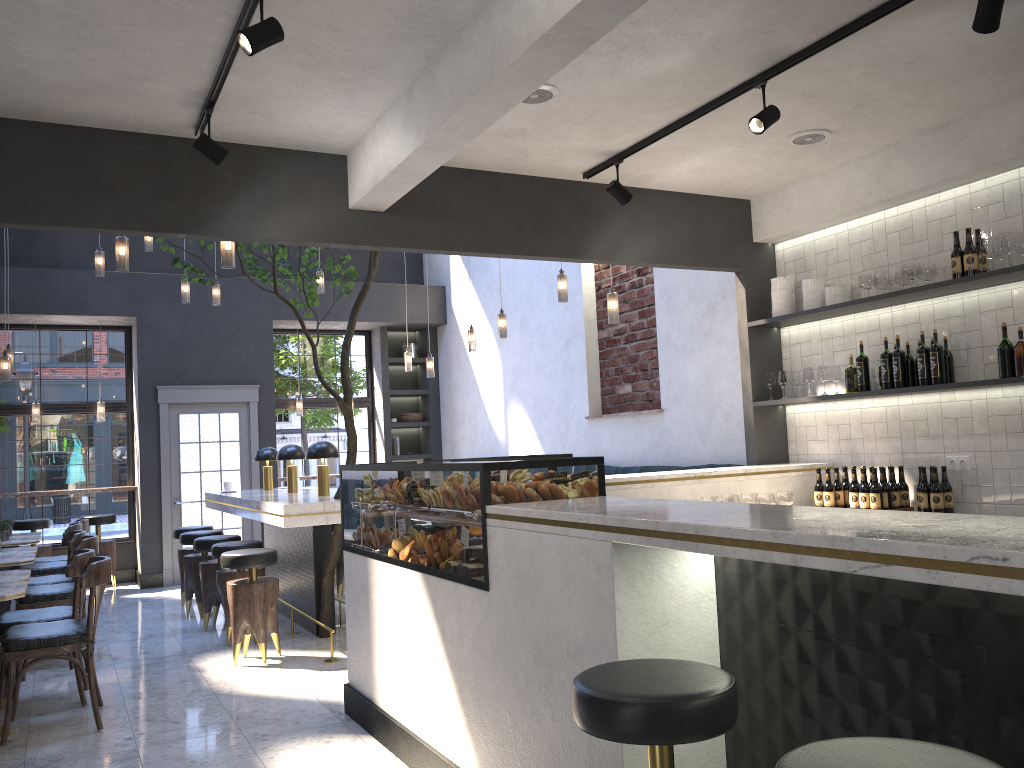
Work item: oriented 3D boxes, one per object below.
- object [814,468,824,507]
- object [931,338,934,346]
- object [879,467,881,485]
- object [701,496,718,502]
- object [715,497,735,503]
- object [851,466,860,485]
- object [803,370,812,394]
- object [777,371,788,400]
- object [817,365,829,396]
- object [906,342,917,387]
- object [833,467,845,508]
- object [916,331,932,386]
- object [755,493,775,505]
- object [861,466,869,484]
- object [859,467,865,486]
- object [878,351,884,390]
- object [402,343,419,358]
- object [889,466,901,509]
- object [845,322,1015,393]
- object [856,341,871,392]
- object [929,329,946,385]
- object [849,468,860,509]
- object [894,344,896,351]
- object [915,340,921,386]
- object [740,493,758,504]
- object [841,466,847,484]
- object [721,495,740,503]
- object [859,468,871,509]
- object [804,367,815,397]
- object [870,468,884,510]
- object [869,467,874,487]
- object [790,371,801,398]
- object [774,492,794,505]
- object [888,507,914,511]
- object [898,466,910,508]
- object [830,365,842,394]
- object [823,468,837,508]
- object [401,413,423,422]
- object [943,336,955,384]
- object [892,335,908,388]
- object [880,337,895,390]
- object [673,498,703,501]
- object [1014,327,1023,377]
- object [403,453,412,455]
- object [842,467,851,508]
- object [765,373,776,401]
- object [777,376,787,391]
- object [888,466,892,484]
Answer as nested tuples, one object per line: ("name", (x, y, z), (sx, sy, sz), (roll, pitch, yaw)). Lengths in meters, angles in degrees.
("object", (1.921, 0.664, 5.530), (0.069, 0.279, 0.070), (-4, -4, 25))
("object", (2.422, -0.124, 5.089), (0.065, 0.280, 0.065), (-4, -4, 16))
("object", (2.213, 0.632, 5.287), (0.070, 0.279, 0.069), (-1, -4, -20))
("object", (1.164, 0.736, 5.201), (0.114, 0.147, 0.114), (-1, -4, -22))
("object", (1.223, 0.725, 5.085), (0.114, 0.147, 0.114), (-1, -4, -22))
("object", (2.155, 0.655, 5.566), (0.069, 0.279, 0.070), (-6, -5, 40))
("object", (1.968, -0.003, 5.883), (0.070, 0.188, 0.070), (0, -4, -36))
("object", (1.816, 0.008, 5.938), (0.070, 0.188, 0.070), (0, -4, -36))
("object", (1.977, -0.022, 5.624), (0.070, 0.188, 0.070), (-2, -4, -13))
("object", (2.346, -0.109, 5.238), (0.065, 0.280, 0.065), (-4, -4, 16))
("object", (2.021, 0.657, 5.499), (0.069, 0.279, 0.070), (-4, -4, 25))
("object", (2.344, -0.142, 5.044), (0.072, 0.319, 0.072), (1, -5, -43))
("object", (1.492, 0.721, 5.222), (0.114, 0.147, 0.114), (-1, -4, -22))
("object", (2.190, 0.649, 5.500), (0.069, 0.279, 0.070), (-2, -4, -5))
("object", (2.113, 0.640, 5.319), (0.070, 0.279, 0.069), (-1, -4, -25))
("object", (2.265, -0.079, 5.374), (0.082, 0.246, 0.082), (-3, -4, 0))
("object", (-1.367, -0.437, 11.934), (0.214, 0.214, 0.213), (-2, -4, -18))
("object", (2.246, 0.626, 5.221), (0.069, 0.279, 0.070), (-4, -4, 25))
("object", (2.331, -0.129, 5.044), (0.082, 0.294, 1.101), (-1, -4, -26))
("object", (2.148, -0.105, 5.428), (0.072, 0.319, 0.072), (1, -5, -43))
("object", (2.382, -0.149, 4.970), (0.072, 0.319, 0.072), (1, -5, -43))
("object", (2.046, 0.640, 5.285), (0.069, 0.279, 0.070), (-4, -4, 25))
("object", (2.308, -0.102, 5.312), (0.065, 0.280, 0.065), (-4, -4, 16))
("object", (2.384, -0.116, 5.163), (0.065, 0.280, 0.065), (-4, -4, 16))
("object", (1.432, 0.733, 5.339), (0.114, 0.147, 0.114), (-1, -4, -22))
("object", (2.121, 0.662, 5.631), (0.070, 0.279, 0.069), (-3, -4, 5))
("object", (1.298, 0.734, 5.270), (0.114, 0.147, 0.114), (-1, -4, -22))
("object", (2.080, 0.634, 5.219), (0.069, 0.279, 0.070), (-6, -5, 40))
("object", (1.923, -0.012, 5.728), (0.070, 0.188, 0.070), (0, -4, -36))
("object", (2.115, 0.628, 5.151), (0.070, 0.279, 0.069), (0, -5, -40))
("object", (2.180, 0.639, 5.352), (0.069, 0.279, 0.070), (-6, -5, 40))
("object", (1.914, 0.007, 5.988), (0.070, 0.188, 0.070), (0, -4, -36))
("object", (1.626, 0.720, 5.291), (0.114, 0.147, 0.114), (-1, -4, -22))
("object", (2.185, 0.754, 5.261), (0.307, 0.038, 0.231), (-1, -5, -27))
("object", (2.314, 0.625, 5.255), (0.069, 0.279, 0.070), (-2, -4, -5))
("object", (2.075, -0.023, 5.674), (0.070, 0.188, 0.070), (-2, -4, -13))
("object", (1.955, 0.657, 5.463), (0.069, 0.279, 0.070), (-6, -5, 40))
("object", (-1.337, 0.455, 11.857), (0.305, 0.123, 0.305), (-2, -4, -6))
("object", (2.460, -0.131, 5.014), (0.065, 0.280, 0.065), (-4, -4, 16))
("object", (2.268, -0.128, 5.193), (0.072, 0.319, 0.072), (1, -5, -43))
("object", (2.230, -0.120, 5.267), (0.072, 0.319, 0.072), (1, -5, -43))
("object", (0.786, 0.737, 4.967), (0.575, 0.147, 0.256), (-1, -4, -27))
("object", (2.596, -0.161, 4.513), (0.076, 0.257, 0.077), (-5, -4, 34))
("object", (-1.375, 0.922, 11.688), (0.130, 0.026, 0.130), (1, -6, -44))
("object", (2.088, 0.656, 5.532), (0.070, 0.279, 0.069), (-1, -4, -20))
("object", (1.763, 0.018, 6.043), (0.070, 0.188, 0.070), (0, -4, -36))
("object", (1.861, 0.017, 6.093), (0.070, 0.188, 0.070), (0, -4, -36))
("object", (2.280, 0.632, 5.321), (0.069, 0.279, 0.070), (-6, -5, 40))
